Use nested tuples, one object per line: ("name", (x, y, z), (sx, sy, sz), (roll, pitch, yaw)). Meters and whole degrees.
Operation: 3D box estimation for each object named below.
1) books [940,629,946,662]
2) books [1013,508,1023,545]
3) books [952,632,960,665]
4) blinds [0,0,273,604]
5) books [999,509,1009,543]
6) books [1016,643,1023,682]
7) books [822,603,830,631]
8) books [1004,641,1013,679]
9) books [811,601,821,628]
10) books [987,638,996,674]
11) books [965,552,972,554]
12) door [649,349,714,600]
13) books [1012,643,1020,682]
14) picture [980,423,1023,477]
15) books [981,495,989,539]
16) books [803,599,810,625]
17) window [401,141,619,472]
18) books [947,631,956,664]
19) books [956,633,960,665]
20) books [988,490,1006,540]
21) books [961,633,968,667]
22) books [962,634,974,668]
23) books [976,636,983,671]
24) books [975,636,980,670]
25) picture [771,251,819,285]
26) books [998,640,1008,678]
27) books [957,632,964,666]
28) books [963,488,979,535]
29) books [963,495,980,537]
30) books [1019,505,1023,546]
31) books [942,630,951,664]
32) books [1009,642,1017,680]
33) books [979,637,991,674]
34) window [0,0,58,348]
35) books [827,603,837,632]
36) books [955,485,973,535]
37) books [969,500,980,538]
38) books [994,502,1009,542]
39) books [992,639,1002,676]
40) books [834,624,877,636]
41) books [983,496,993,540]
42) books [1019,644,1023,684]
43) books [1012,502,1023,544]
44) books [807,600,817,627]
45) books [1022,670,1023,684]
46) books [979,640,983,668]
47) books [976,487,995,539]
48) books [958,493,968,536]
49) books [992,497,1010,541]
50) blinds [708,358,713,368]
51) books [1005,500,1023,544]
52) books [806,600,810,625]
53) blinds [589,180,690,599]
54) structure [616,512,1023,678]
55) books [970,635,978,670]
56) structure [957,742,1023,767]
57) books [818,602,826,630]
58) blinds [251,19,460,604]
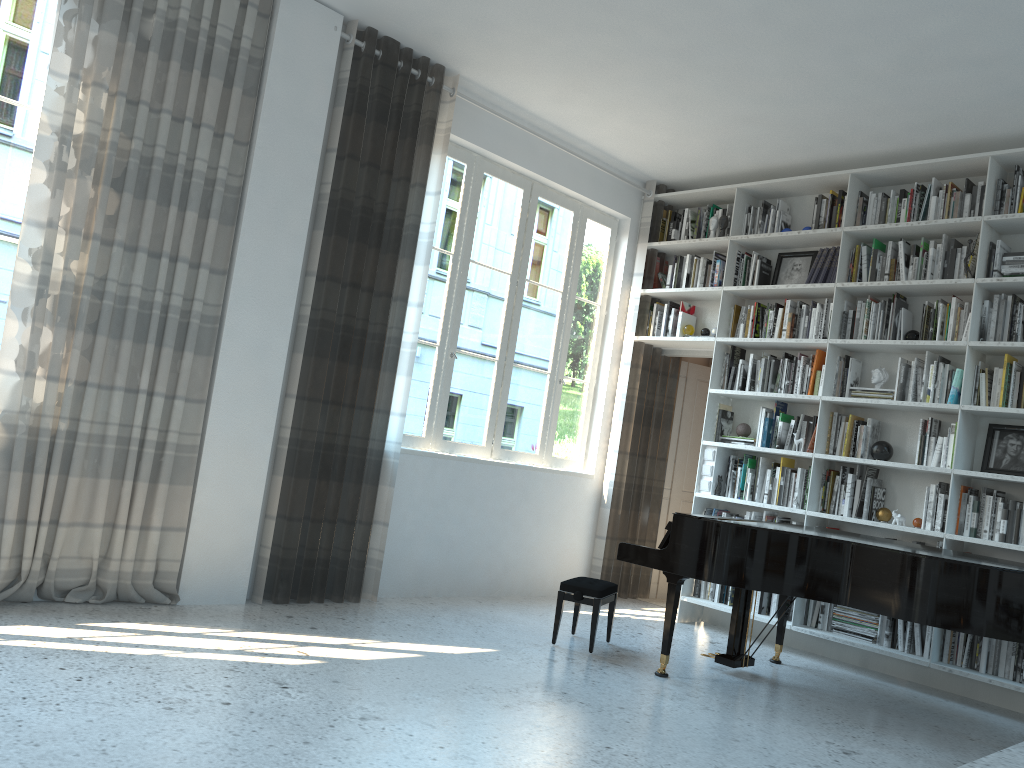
("books", (2.516, 1.465, 5.103), (0.161, 0.254, 0.012), (12, -5, -44))
("books", (2.822, 0.793, 4.906), (0.165, 0.196, 0.023), (12, -5, -44))
("books", (2.563, 1.425, 5.058), (0.140, 0.340, 0.014), (12, -5, -44))
("blinds", (-1.806, -0.601, 4.176), (0.183, 3.259, 1.027), (5, -5, 45))
("books", (2.771, 0.795, 4.952), (0.175, 0.183, 0.029), (12, -5, -44))
("books", (2.780, 1.503, 4.807), (0.167, 0.212, 0.022), (12, -5, -44))
("books", (2.022, 1.442, 5.610), (0.139, 0.227, 0.027), (12, -5, -44))
("books", (2.748, 1.478, 4.861), (0.132, 0.261, 0.028), (12, -5, -44))
("books", (1.971, 1.460, 5.649), (0.148, 0.184, 0.053), (12, -5, -44))
("books", (2.690, 1.507, 4.926), (0.143, 0.196, 0.030), (12, -5, -44))
("books", (2.562, 1.096, 5.031), (0.137, 0.284, 0.012), (12, -5, -44))
("door", (1.539, 0.779, 7.044), (0.787, 1.979, 0.833), (12, -5, -44))
("books", (2.770, 1.466, 4.819), (0.185, 0.285, 0.013), (12, -5, -44))
("picture", (2.859, 0.383, 5.055), (0.077, 0.299, 0.300), (12, -5, -44))
("books", (2.720, 0.763, 5.053), (0.132, 0.247, 0.024), (12, -5, -44))
("books", (1.937, 1.408, 5.708), (0.159, 0.285, 0.012), (12, -5, -44))
("window", (0.007, -0.454, 6.175), (1.985, 2.007, 0.073), (12, -5, -44))
("books", (2.539, 1.441, 5.055), (0.184, 0.300, 0.014), (12, -5, -44))
("books", (2.574, 1.468, 5.056), (0.131, 0.258, 0.010), (12, -5, -44))
("books", (2.739, 0.744, 5.007), (0.166, 0.282, 0.013), (12, -5, -44))
("books", (2.590, 1.428, 5.019), (0.144, 0.337, 0.012), (12, -5, -44))
("books", (2.605, 1.442, 5.003), (0.170, 0.311, 0.034), (12, -5, -44))
("books", (2.650, 1.464, 4.968), (0.154, 0.276, 0.012), (12, -5, -44))
("books", (2.636, 1.481, 4.973), (0.129, 0.238, 0.012), (12, -5, -44))
("picture", (1.976, -0.784, 6.211), (0.077, 0.299, 0.300), (12, -5, -44))
("books", (2.726, 1.490, 4.881), (0.138, 0.234, 0.030), (12, -5, -44))
("books", (2.580, 1.465, 5.037), (0.145, 0.263, 0.025), (12, -5, -44))
("books", (2.647, 0.742, 5.114), (0.146, 0.275, 0.011), (12, -5, -44))
("books", (2.649, 0.762, 5.091), (0.167, 0.234, 0.027), (12, -5, -44))
("books", (2.856, 0.749, 4.901), (0.152, 0.291, 0.026), (12, -5, -44))
("books", (2.522, 1.462, 5.068), (0.183, 0.256, 0.026), (12, -5, -44))
("books", (2.760, 1.507, 4.839), (0.144, 0.203, 0.024), (12, -5, -44))
("books", (2.650, 1.496, 4.926), (0.175, 0.206, 0.028), (12, -5, -44))
("window", (-5.986, -7.624, 21.678), (18.554, 18.525, 32.789), (12, -5, -40))
("books", (2.045, 1.417, 5.593), (0.129, 0.282, 0.027), (12, -5, -44))
("books", (2.626, 0.737, 5.150), (0.159, 0.285, 0.012), (12, -5, -44))
("books", (2.674, 0.778, 5.081), (0.170, 0.208, 0.024), (12, -5, -44))
("books", (2.759, 0.778, 4.974), (0.174, 0.217, 0.023), (12, -5, -44))
("books", (2.709, 1.459, 4.901), (0.155, 0.294, 0.026), (12, -5, -44))
("books", (2.141, 1.512, 5.463), (0.254, 0.007, 0.161), (5, -6, 42))
("books", (2.725, 0.762, 5.023), (0.179, 0.245, 0.027), (12, -5, -44))
("books", (2.795, 1.442, 4.792), (0.183, 0.335, 0.014), (12, -5, -44))
("books", (2.821, 0.777, 4.929), (0.139, 0.230, 0.013), (12, -5, -44))
("books", (1.950, 1.452, 5.683), (0.160, 0.198, 0.025), (12, -5, -44))
("books", (2.802, 1.467, 4.781), (0.185, 0.288, 0.014), (12, -5, -44))
("books", (2.657, 1.475, 4.959), (0.151, 0.255, 0.012), (12, -5, -44))
("books", (2.709, 0.741, 5.077), (0.141, 0.290, 0.027), (12, -5, -44))
("books", (2.635, 0.758, 5.132), (0.154, 0.243, 0.029), (12, -5, -44))
("books", (2.761, 0.767, 5.006), (0.141, 0.244, 0.021), (12, -5, -44))
("blinds", (1.929, 0.263, 7.851), (0.777, 3.228, 0.140), (12, -5, -44))
("books", (2.800, 0.771, 4.938), (0.166, 0.237, 0.029), (12, -5, -44))
("books", (1.943, 1.436, 5.700), (0.138, 0.230, 0.012), (12, -5, -44))
("blinds", (1.098, 0.075, 7.035), (0.777, 3.228, 0.140), (12, -5, -44))
("structure", (1.661, 1.180, 4.412), (1.336, 0.832, 1.917), (13, -6, -44))
("books", (2.627, 1.477, 4.988), (0.144, 0.246, 0.022), (12, -5, -44))
("structure", (3.134, 1.347, 2.430), (3.117, 0.659, 2.898), (13, -6, -44))
("books", (1.999, 1.438, 5.622), (0.164, 0.231, 0.023), (12, -5, -44))
("blinds", (-0.872, -0.370, 5.101), (0.777, 3.228, 0.140), (12, -5, -44))
